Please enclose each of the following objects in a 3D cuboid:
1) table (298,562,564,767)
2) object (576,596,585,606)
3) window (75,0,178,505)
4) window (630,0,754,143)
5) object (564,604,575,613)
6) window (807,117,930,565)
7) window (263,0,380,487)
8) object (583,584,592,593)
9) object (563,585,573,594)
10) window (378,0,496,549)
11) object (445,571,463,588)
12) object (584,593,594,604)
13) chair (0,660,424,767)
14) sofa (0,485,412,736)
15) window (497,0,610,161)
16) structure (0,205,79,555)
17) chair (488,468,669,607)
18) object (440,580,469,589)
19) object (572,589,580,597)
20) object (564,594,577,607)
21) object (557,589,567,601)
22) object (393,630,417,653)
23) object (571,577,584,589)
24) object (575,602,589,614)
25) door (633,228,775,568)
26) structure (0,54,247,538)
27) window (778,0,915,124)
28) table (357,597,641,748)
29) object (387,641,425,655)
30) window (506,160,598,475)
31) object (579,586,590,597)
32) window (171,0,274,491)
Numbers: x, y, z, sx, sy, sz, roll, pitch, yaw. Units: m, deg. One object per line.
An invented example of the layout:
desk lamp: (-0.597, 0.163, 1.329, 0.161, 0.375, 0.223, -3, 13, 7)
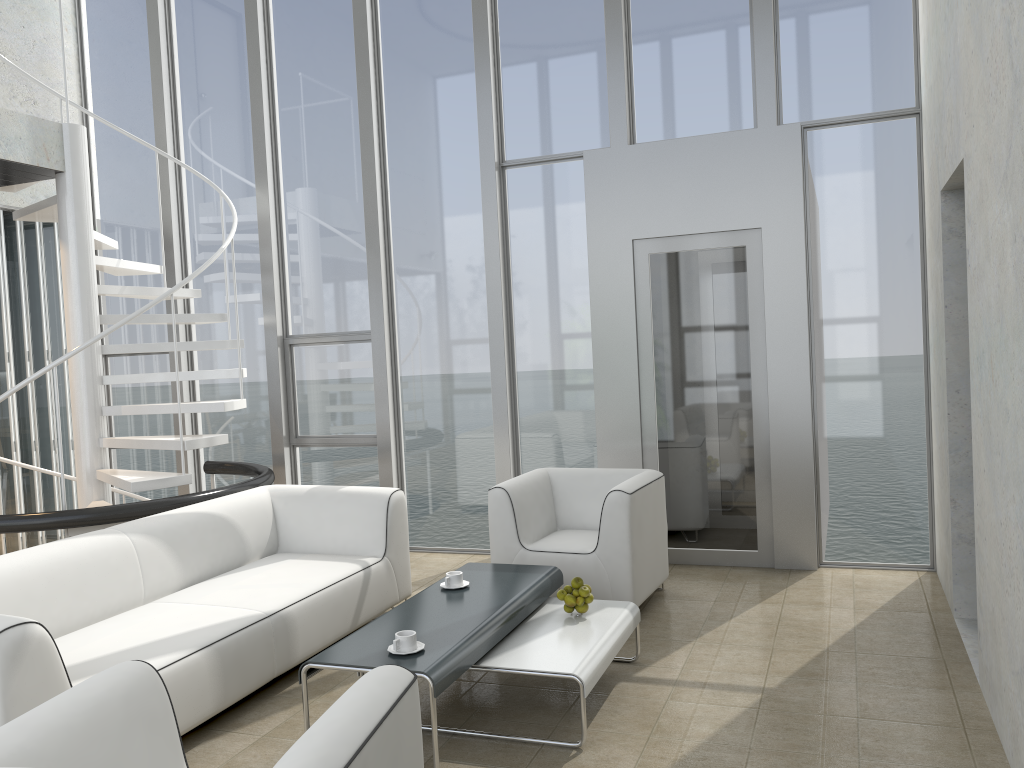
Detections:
table: (-0.245, 1.115, 3.686, 0.532, 0.390, 1.420, -2, 2, 21)
object: (0.292, 0.927, 3.786, 0.039, 0.040, 0.040, -2, 2, 12)
window: (-3.127, -1.541, 7.227, 0.800, 5.700, 0.050, -2, 2, 21)
window: (1.081, -3.041, 5.573, 0.742, 2.947, 0.010, -2, 2, 21)
object: (0.248, 0.967, 3.840, 0.048, 0.048, 0.048, -1, 3, 32)
window: (2.142, -0.229, 5.337, 0.605, 2.646, 0.010, -2, 2, 21)
window: (-1.418, -1.602, 6.582, 0.800, 5.700, 0.050, -2, 2, 21)
object: (0.321, 0.898, 3.855, 0.050, 0.054, 0.055, -3, 2, -10)
object: (0.245, 0.895, 3.855, 0.044, 0.043, 0.040, -1, 3, 35)
window: (-0.559, -1.633, 6.273, 0.742, 5.653, 0.010, -2, 2, 21)
object: (-0.265, 0.876, 3.970, 0.090, 0.057, 0.075, -4, 2, -21)
object: (0.328, 0.921, 3.811, 0.047, 0.045, 0.047, -2, 3, 25)
chair: (-0.670, 1.006, 1.884, 0.829, 0.635, 0.720, -2, 2, 11)
sofa: (-1.470, 0.963, 3.944, 0.971, 0.638, 2.601, -2, 2, 21)
window: (0.227, -3.010, 5.896, 0.742, 2.947, 0.010, -2, 2, 21)
structure: (-2.966, -1.796, 1.895, 10.665, 6.605, 9.817, -2, 2, 20)
chair: (0.388, 0.829, 4.975, 0.829, 0.635, 0.720, -2, 3, 26)
object: (-0.256, 0.902, 3.974, 0.130, 0.014, 0.136, -1, 3, 36)
object: (0.280, 0.901, 3.817, 0.040, 0.038, 0.040, -3, 2, -8)
object: (0.252, 0.927, 3.800, 0.058, 0.058, 0.058, -3, 2, -12)
object: (0.216, 0.911, 3.825, 0.047, 0.048, 0.047, -4, 2, -17)
object: (-0.384, 0.915, 3.147, 0.090, 0.057, 0.075, -4, 2, -21)
object: (0.283, 0.864, 3.845, 0.055, 0.056, 0.055, -2, 2, 21)
object: (0.301, 0.960, 3.824, 0.061, 0.056, 0.059, -4, 2, -24)
door: (1.210, 0.106, 5.618, 0.804, 2.102, 0.030, -2, 2, 21)
structure: (-4.824, 1.065, 4.322, 4.916, 6.900, 6.700, -2, 2, 21)
window: (1.935, -3.071, 5.250, 0.742, 2.947, 0.010, -2, 2, 21)
table: (-0.011, 1.158, 3.735, 0.929, 0.276, 0.901, -2, 2, 21)
object: (-0.375, 0.941, 3.151, 0.130, 0.014, 0.136, -1, 3, 36)
window: (0.284, -0.163, 6.042, 0.556, 2.646, 0.010, -2, 2, 21)
object: (0.309, 0.889, 3.790, 0.047, 0.045, 0.047, -2, 2, 21)
window: (-2.267, -1.572, 6.918, 0.742, 5.653, 0.010, -2, 2, 21)
